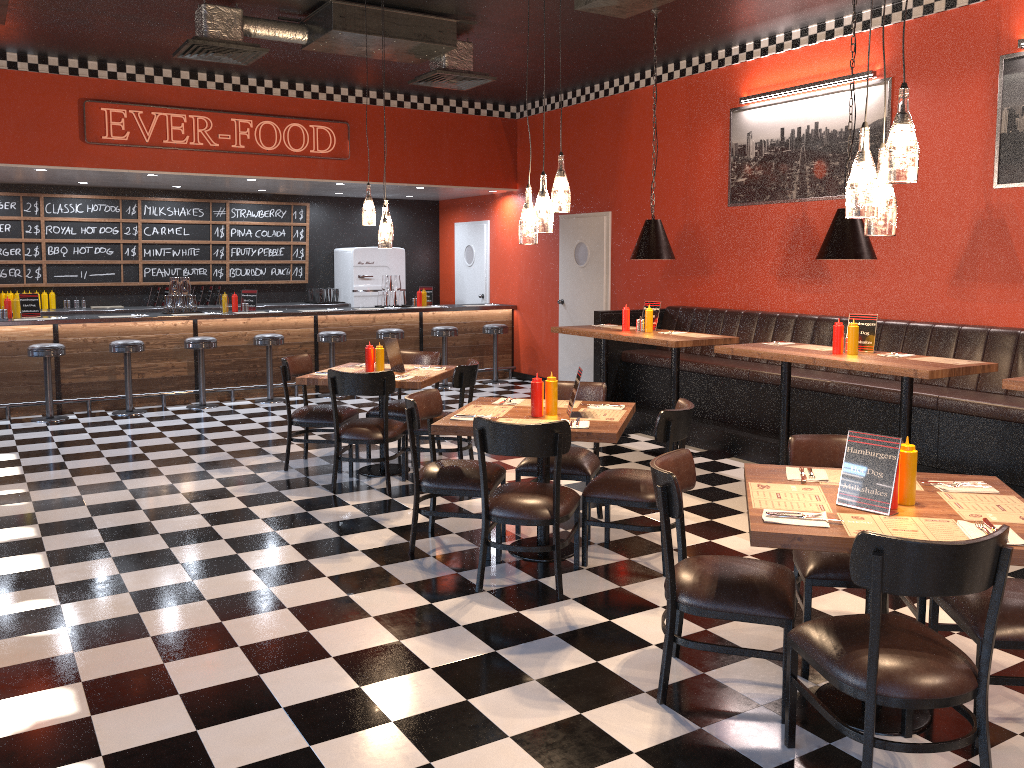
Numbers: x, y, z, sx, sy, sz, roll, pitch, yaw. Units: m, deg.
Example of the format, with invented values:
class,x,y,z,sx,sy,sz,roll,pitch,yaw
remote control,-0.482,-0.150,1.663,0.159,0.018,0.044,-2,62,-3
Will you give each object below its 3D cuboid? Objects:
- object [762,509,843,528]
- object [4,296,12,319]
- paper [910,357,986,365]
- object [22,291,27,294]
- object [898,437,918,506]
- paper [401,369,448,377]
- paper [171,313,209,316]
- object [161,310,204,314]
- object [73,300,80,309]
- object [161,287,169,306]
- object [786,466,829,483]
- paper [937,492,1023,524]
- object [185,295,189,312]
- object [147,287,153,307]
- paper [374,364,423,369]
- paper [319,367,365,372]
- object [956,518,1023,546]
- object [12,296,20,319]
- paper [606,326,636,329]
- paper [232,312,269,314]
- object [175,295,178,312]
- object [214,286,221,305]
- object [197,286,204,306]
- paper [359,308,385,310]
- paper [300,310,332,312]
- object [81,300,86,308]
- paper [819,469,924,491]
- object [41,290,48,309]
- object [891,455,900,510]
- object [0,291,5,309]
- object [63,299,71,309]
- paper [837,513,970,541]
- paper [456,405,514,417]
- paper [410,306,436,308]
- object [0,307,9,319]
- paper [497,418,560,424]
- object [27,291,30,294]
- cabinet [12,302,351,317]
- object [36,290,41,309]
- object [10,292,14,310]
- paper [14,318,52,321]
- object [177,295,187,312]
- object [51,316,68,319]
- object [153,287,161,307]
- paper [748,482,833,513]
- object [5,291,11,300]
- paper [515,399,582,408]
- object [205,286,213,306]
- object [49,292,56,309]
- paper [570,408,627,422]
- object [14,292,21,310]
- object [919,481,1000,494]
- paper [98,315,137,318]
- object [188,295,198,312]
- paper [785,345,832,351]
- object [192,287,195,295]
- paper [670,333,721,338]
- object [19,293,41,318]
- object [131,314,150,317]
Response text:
class,x,y,z,sx,sy,sz,roll,pitch,yaw
object,0.954,0.436,2.911,0.255,0.019,0.158,2,8,16
object,-5.315,-0.809,9.342,0.068,0.237,0.068,-3,7,-30
paper,2.695,-0.145,5.506,0.261,0.001,0.367,-4,9,-29
object,-6.053,-1.043,11.006,0.068,0.237,0.068,4,7,35
object,1.375,0.301,3.091,0.068,0.237,0.068,-3,6,-26
paper,-0.663,-0.083,6.661,0.261,0.001,0.367,2,8,13
paper,-3.661,-0.790,10.064,0.366,0.001,0.262,-5,9,-30
object,-3.845,-0.836,10.328,0.437,0.018,0.274,-5,9,-31
object,-5.553,-1.032,11.299,0.047,0.135,0.094,1,6,13
object,-4.616,-1.165,11.812,0.072,0.256,0.189,-4,8,-36
object,1.161,0.356,3.484,0.157,0.019,0.256,2,8,15
paper,1.649,0.425,3.053,0.261,0.001,0.367,2,8,12
object,-3.789,-0.945,10.410,0.105,0.208,0.106,1,6,13
object,-4.793,-1.151,11.709,0.070,0.257,0.190,-2,7,-24
paper,-0.924,-0.139,7.060,0.365,0.001,0.262,2,8,16
paper,-1.315,-0.105,6.812,0.261,0.001,0.367,2,8,13
object,1.492,0.456,2.771,0.157,0.019,0.256,2,8,13
object,-5.215,-0.806,9.320,0.068,0.237,0.068,-3,7,-30
paper,1.027,-0.518,8.150,0.261,0.001,0.367,-4,9,-29
paper,-3.070,-0.840,10.418,0.366,0.001,0.262,-5,9,-30
object,-3.890,-0.936,10.348,0.105,0.208,0.106,1,6,13
object,-4.044,-1.214,12.163,0.072,0.256,0.189,-3,7,-26
object,-4.235,-1.198,12.046,0.072,0.256,0.189,-3,7,-26
paper,-1.796,-0.953,11.234,0.366,0.001,0.262,-5,9,-30
paper,-2.402,-0.896,10.822,0.366,0.001,0.262,-6,10,-35
object,-5.466,-1.032,11.304,0.047,0.135,0.094,-4,8,-36
paper,1.381,0.370,3.446,0.365,0.001,0.262,2,8,15
object,-5.856,-1.057,11.103,0.068,0.237,0.068,-3,7,-30
object,1.294,0.307,3.043,0.068,0.237,0.068,-3,6,-26
object,-6.238,-1.023,10.861,0.068,0.237,0.068,4,7,35
object,-5.644,-1.023,11.234,0.093,0.135,0.047,0,6,3
paper,1.245,0.457,2.822,0.365,0.001,0.262,2,8,12
paper,-0.149,0.150,5.004,0.261,0.001,0.367,2,8,11
paper,-1.155,-1.007,11.618,0.366,0.001,0.262,-5,9,-31
object,-5.296,-0.740,9.223,0.093,0.135,0.047,0,6,3
paper,0.087,0.206,4.604,0.365,0.001,0.262,2,8,12
object,-5.975,-1.040,10.980,0.068,0.237,0.068,4,7,35
cabinet,-4.724,-0.500,11.569,5.291,0.995,0.677,-5,8,-31
object,-5.924,-1.049,11.051,0.068,0.237,0.068,-4,7,-34
object,-6.172,-1.031,10.921,0.068,0.237,0.068,-3,7,-29
paper,-4.987,-0.676,9.242,0.366,0.001,0.262,-5,9,-30
object,-3.827,-0.923,10.259,0.105,0.208,0.106,1,6,13
object,-4.800,-0.705,9.394,0.157,0.019,0.256,-4,9,-26
object,-4.711,-1.157,11.752,0.073,0.259,0.193,-3,7,-29
paper,0.994,0.405,3.191,0.261,0.001,0.367,2,8,12
object,-6.155,-1.017,10.821,0.068,0.237,0.068,4,7,35
paper,0.220,0.115,5.258,0.365,0.001,0.262,2,8,12
object,-4.138,-1.206,12.105,0.074,0.256,0.190,-3,7,-29
object,-5.784,-1.063,11.149,0.068,0.237,0.068,-3,7,-29
paper,0.479,0.169,4.875,0.261,0.001,0.367,2,8,14
object,-6.097,-1.032,10.925,0.068,0.237,0.068,-4,7,-33
object,1.669,0.379,3.322,0.255,0.019,0.158,1,8,7
paper,-4.311,-0.737,9.682,0.366,0.001,0.262,-5,9,-30
object,-3.718,-0.931,10.316,0.105,0.208,0.106,1,6,13
paper,2.169,-0.259,6.313,0.261,0.001,0.367,-4,9,-29
object,-4.330,-1.190,11.988,0.072,0.256,0.189,-2,7,-21
paper,1.523,-0.403,7.332,0.261,0.001,0.367,-4,9,-29
object,-5.170,-0.841,9.501,0.188,0.256,0.072,-6,8,-41
object,-4.130,-0.766,9.831,0.158,0.019,0.256,-6,10,-35
